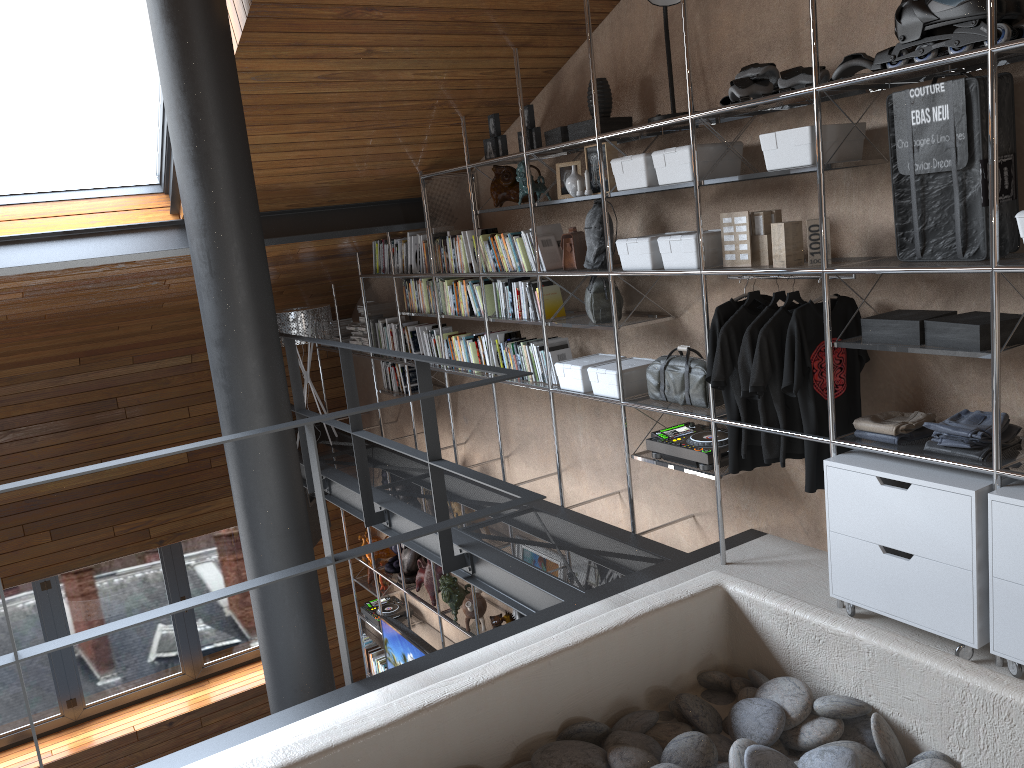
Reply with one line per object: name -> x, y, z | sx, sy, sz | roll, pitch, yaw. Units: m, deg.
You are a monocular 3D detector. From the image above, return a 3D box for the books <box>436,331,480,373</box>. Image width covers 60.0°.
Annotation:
books -> -0.284, -0.199, 5.350 | 0.139, 0.211, 0.467 | -13, 12, -31

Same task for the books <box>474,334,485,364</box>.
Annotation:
books -> -0.132, -0.187, 5.156 | 0.155, 0.215, 0.055 | -13, 12, -31

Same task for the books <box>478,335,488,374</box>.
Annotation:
books -> -0.114, -0.178, 5.110 | 0.133, 0.218, 0.051 | -13, 12, -31

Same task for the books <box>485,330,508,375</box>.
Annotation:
books -> -0.067, -0.174, 5.000 | 0.148, 0.232, 0.053 | -13, 12, -31

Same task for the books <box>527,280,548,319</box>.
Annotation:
books -> 0.143, -0.442, 4.618 | 0.129, 0.188, 0.010 | -13, 12, -31

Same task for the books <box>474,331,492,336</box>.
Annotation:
books -> -0.149, -0.191, 5.167 | 0.118, 0.220, 0.054 | -13, 12, -31

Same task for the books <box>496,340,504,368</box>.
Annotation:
books -> -0.007, -0.158, 4.952 | 0.149, 0.205, 0.049 | -13, 12, -31

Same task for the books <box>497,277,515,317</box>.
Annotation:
books -> 0.014, -0.484, 4.863 | 0.191, 0.207, 0.012 | -13, 12, -31

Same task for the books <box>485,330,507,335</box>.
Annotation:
books -> -0.069, -0.182, 5.034 | 0.143, 0.236, 0.062 | -13, 12, -31

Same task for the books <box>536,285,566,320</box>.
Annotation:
books -> 0.199, -0.417, 4.520 | 0.129, 0.165, 0.056 | -13, 12, -31

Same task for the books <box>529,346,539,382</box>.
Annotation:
books -> 0.185, -0.121, 4.689 | 0.169, 0.188, 0.058 | -13, 12, -31

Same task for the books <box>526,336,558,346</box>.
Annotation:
books -> 0.181, -0.138, 4.731 | 0.207, 0.205, 0.053 | -13, 12, -30

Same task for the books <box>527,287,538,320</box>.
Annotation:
books -> 0.158, -0.425, 4.582 | 0.148, 0.167, 0.053 | -13, 12, -31

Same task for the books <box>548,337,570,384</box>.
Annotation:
books -> 0.249, -0.121, 4.571 | 0.143, 0.217, 0.066 | -13, 12, -31

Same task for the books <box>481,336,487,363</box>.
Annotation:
books -> -0.096, -0.179, 5.106 | 0.137, 0.216, 0.049 | -13, 12, -31

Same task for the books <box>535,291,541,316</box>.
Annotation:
books -> 0.190, -0.410, 4.533 | 0.131, 0.147, 0.045 | -13, 12, -31

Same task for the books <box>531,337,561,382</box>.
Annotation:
books -> 0.203, -0.131, 4.683 | 0.191, 0.205, 0.055 | -13, 12, -31

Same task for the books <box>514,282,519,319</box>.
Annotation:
books -> 0.084, -0.452, 4.702 | 0.148, 0.190, 0.013 | -13, 12, -31

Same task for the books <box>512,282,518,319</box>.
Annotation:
books -> 0.073, -0.453, 4.710 | 0.148, 0.190, 0.013 | -13, 12, -31

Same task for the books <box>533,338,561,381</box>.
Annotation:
books -> 0.213, -0.129, 4.676 | 0.192, 0.202, 0.055 | -13, 12, -31

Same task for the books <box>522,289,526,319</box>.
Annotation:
books -> 0.123, -0.438, 4.665 | 0.148, 0.167, 0.014 | -13, 12, -31

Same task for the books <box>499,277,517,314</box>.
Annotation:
books -> 0.025, -0.482, 4.856 | 0.192, 0.204, 0.012 | -13, 12, -31

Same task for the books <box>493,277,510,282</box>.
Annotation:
books -> -0.007, -0.490, 4.912 | 0.207, 0.207, 0.010 | -13, 12, -31

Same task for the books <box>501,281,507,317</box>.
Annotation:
books -> 0.012, -0.469, 4.836 | 0.148, 0.190, 0.013 | -13, 12, -31

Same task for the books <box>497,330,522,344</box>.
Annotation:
books -> 0.004, -0.172, 4.946 | 0.148, 0.232, 0.053 | -13, 12, -31

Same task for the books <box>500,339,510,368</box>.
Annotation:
books -> 0.014, -0.152, 4.919 | 0.137, 0.201, 0.047 | -13, 12, -31

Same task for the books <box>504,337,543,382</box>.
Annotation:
books -> 0.081, -0.139, 4.812 | 0.136, 0.210, 0.273 | -13, 12, -30

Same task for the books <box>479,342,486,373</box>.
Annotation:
books -> -0.117, -0.170, 5.124 | 0.126, 0.197, 0.047 | -13, 12, -31

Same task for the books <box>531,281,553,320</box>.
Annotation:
books -> 0.171, -0.430, 4.540 | 0.129, 0.186, 0.050 | -13, 12, -31

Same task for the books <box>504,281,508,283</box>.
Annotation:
books -> 0.028, -0.470, 4.831 | 0.148, 0.190, 0.013 | -13, 12, -31

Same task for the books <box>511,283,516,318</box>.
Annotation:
books -> 0.064, -0.456, 4.736 | 0.129, 0.188, 0.010 | -13, 12, -31

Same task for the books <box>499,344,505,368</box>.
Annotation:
books -> 0.001, -0.142, 4.927 | 0.131, 0.180, 0.042 | -13, 12, -31

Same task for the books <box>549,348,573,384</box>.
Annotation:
books -> 0.262, -0.093, 4.550 | 0.130, 0.166, 0.046 | -13, 12, -31

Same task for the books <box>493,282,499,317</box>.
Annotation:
books -> -0.032, -0.474, 4.885 | 0.148, 0.190, 0.013 | -13, 12, -31

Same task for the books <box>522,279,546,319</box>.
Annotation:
books -> 0.125, -0.447, 4.649 | 0.148, 0.190, 0.013 | -13, 12, -31

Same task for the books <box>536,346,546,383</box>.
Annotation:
books -> 0.216, -0.113, 4.630 | 0.161, 0.187, 0.060 | -13, 12, -31

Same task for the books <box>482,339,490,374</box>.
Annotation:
books -> -0.090, -0.170, 5.076 | 0.131, 0.205, 0.051 | -13, 12, -31

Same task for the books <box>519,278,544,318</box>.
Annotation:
books -> 0.111, -0.453, 4.676 | 0.146, 0.195, 0.023 | -13, 12, -31

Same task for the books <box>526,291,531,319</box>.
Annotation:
books -> 0.136, -0.421, 4.629 | 0.128, 0.143, 0.009 | -13, 12, -31

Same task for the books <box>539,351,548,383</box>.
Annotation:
books -> 0.215, -0.097, 4.602 | 0.130, 0.167, 0.046 | -13, 12, -31

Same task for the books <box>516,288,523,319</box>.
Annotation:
books -> 0.092, -0.437, 4.690 | 0.143, 0.161, 0.019 | -13, 12, -31

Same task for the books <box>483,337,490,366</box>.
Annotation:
books -> -0.084, -0.174, 5.063 | 0.137, 0.216, 0.049 | -13, 12, -31

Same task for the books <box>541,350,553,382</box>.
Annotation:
books -> 0.233, -0.100, 4.596 | 0.146, 0.171, 0.054 | -13, 12, -31

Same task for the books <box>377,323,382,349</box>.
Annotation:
books -> -0.868, -0.334, 6.351 | 0.169, 0.232, 0.018 | -13, 12, -31

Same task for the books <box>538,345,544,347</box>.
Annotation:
books -> 0.217, -0.118, 4.650 | 0.148, 0.189, 0.053 | -13, 12, -31

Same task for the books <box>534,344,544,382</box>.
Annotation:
books -> 0.200, -0.117, 4.655 | 0.148, 0.189, 0.053 | -13, 12, -31

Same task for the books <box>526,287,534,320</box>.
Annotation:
books -> 0.144, -0.425, 4.590 | 0.130, 0.167, 0.046 | -13, 12, -31

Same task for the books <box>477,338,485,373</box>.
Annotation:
books -> -0.128, -0.177, 5.137 | 0.123, 0.203, 0.054 | -13, 12, -31

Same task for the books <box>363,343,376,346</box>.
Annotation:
books -> -0.947, -0.308, 6.496 | 0.252, 0.016, 0.182 | -12, 12, -26

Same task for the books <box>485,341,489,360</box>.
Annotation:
books -> -0.076, -0.161, 5.051 | 0.138, 0.191, 0.049 | -13, 12, -31

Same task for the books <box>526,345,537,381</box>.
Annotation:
books -> 0.156, -0.122, 4.704 | 0.148, 0.189, 0.053 | -13, 12, -31

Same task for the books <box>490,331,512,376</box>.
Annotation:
books -> -0.041, -0.170, 4.959 | 0.148, 0.232, 0.053 | -13, 12, -31

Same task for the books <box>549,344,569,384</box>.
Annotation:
books -> 0.252, -0.104, 4.556 | 0.129, 0.186, 0.050 | -13, 12, -31
